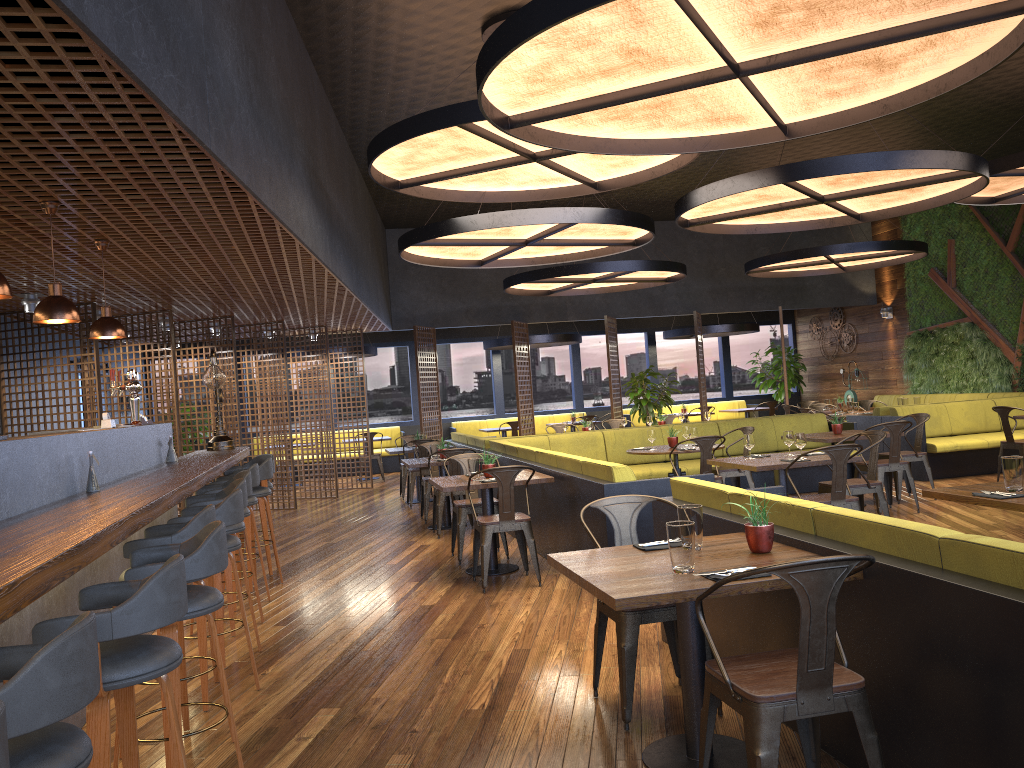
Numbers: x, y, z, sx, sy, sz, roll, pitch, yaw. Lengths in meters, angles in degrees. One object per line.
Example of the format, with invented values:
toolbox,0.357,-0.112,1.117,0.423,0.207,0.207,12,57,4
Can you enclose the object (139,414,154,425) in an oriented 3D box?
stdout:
object,-2.845,0.269,6.855,0.091,0.091,0.177,-4,-1,-37

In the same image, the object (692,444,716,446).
object,1.984,0.633,9.267,0.255,0.019,0.157,-4,-1,-10

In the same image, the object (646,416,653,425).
object,2.001,0.572,12.873,0.097,0.206,0.097,-4,-1,34

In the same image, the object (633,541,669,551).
object,0.648,0.670,3.736,0.255,0.019,0.157,-4,-1,-13

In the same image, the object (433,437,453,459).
object,-0.763,0.703,10.002,0.260,0.271,0.238,-4,-1,-11

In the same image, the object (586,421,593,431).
object,1.115,0.633,12.682,0.097,0.206,0.097,-4,-1,34

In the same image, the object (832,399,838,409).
object,5.684,0.351,15.591,0.102,0.178,0.102,-4,-1,23

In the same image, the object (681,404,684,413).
object,3.532,0.481,18.257,0.238,0.271,0.260,-4,-1,9

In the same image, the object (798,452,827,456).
object,2.469,0.580,7.335,0.255,0.019,0.157,-4,-1,-12

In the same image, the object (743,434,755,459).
object,1.974,0.521,7.373,0.097,0.206,0.097,-4,-1,-20

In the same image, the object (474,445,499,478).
object,-0.205,0.638,7.337,0.238,0.271,0.260,-4,-1,9

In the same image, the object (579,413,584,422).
object,1.393,0.673,17.718,0.102,0.178,0.102,-4,-1,-27

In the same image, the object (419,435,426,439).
object,-1.250,0.808,12.483,0.102,0.178,0.102,-4,-1,-7

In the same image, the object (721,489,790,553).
object,0.967,0.519,3.468,0.238,0.271,0.260,-4,-1,-7

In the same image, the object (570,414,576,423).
object,1.214,0.684,17.581,0.102,0.178,0.102,-4,-1,-27

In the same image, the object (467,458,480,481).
object,-0.303,0.690,7.137,0.102,0.178,0.102,-4,-1,23

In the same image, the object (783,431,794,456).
object,2.324,0.497,7.441,0.097,0.206,0.097,-4,-1,-12

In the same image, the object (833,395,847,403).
object,5.694,0.302,15.395,0.238,0.271,0.260,-4,-1,9

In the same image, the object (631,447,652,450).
object,1.385,0.675,9.296,0.255,0.019,0.157,-4,-1,20

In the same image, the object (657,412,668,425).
object,2.208,0.525,13.139,0.238,0.271,0.260,-4,-1,9

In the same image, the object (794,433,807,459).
object,2.311,0.495,7.099,0.097,0.206,0.097,-4,-1,-20

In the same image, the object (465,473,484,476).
object,-0.272,0.772,7.652,0.255,0.019,0.157,-4,-1,-13

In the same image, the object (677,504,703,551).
object,0.725,0.583,3.592,0.102,0.178,0.102,-4,-1,-27

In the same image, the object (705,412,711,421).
object,2.887,0.512,13.064,0.097,0.206,0.097,-4,-1,34

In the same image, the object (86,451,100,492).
object,-2.127,0.441,4.489,0.069,0.203,0.114,-4,-1,-23

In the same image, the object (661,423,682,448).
object,1.663,0.525,9.235,0.238,0.271,0.260,-4,-1,9

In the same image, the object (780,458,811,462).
object,2.212,0.595,6.960,0.157,0.019,0.255,-4,-1,-12

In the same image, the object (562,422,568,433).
object,0.778,0.659,12.955,0.097,0.206,0.097,-4,-1,34

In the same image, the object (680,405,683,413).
object,3.556,0.528,18.439,0.102,0.178,0.102,-4,-1,-27

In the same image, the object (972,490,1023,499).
object,2.435,0.552,4.467,0.157,0.019,0.255,-4,-1,-13

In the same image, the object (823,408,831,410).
object,5.607,0.438,15.734,0.255,0.019,0.157,-4,-1,-13

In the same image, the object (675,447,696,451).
object,1.729,0.647,8.866,0.157,0.019,0.255,-4,-1,-5

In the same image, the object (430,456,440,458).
object,-0.837,0.838,10.291,0.255,0.019,0.157,-4,-1,-13

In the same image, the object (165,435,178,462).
object,-2.637,0.499,6.842,0.114,0.203,0.069,-4,-1,22

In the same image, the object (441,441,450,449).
object,-0.760,0.751,10.148,0.102,0.178,0.102,-4,-1,-27

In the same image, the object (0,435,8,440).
object,-2.226,0.230,3.530,0.273,0.019,0.437,-4,-1,-12

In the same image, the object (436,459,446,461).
object,-0.735,0.824,9.661,0.255,0.019,0.157,-4,-1,-13

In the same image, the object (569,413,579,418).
object,1.232,0.638,17.764,0.238,0.271,0.260,-4,-1,9

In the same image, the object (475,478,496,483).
object,-0.170,0.759,7.021,0.255,0.019,0.157,-4,-1,-13

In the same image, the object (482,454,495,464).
object,-0.194,0.686,7.508,0.102,0.178,0.102,-4,-1,-27

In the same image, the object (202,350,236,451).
object,-2.809,0.156,8.475,0.263,0.944,0.566,-4,-1,-20

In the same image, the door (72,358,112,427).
door,-6.378,0.830,13.701,0.052,2.386,2.441,-4,-1,-12

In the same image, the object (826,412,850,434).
object,3.483,0.400,9.484,0.260,0.271,0.238,-4,-1,23

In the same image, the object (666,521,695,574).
object,0.610,0.587,3.184,0.102,0.178,0.102,-4,-1,23

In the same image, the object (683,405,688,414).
object,3.536,0.526,18.081,0.102,0.178,0.102,-4,-1,-27

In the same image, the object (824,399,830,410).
object,5.502,0.363,15.472,0.102,0.178,0.102,-4,-1,-27

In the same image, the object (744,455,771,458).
object,2.086,0.609,7.511,0.157,0.019,0.255,-4,-1,-12

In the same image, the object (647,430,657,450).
object,1.440,0.576,9.134,0.097,0.206,0.097,-4,-1,29

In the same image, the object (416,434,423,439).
object,-1.327,0.816,12.795,0.102,0.178,0.102,-4,-1,3

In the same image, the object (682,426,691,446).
object,1.844,0.550,9.378,0.097,0.206,0.097,-4,-1,26

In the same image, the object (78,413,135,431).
object,-2.635,0.237,5.777,0.200,0.106,0.766,-4,-1,-12

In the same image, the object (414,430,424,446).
object,-1.324,0.768,12.619,0.260,0.271,0.238,-4,-1,-11

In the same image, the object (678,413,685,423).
object,2.551,0.538,13.338,0.097,0.206,0.097,-4,-1,34

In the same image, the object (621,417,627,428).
object,1.665,0.599,13.147,0.097,0.206,0.097,-4,-1,34

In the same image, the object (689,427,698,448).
object,1.842,0.546,8.993,0.097,0.206,0.097,-4,-1,13

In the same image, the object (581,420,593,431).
object,1.062,0.603,12.891,0.238,0.271,0.260,-4,-1,9

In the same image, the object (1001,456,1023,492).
object,2.573,0.463,4.551,0.102,0.178,0.102,-5,-1,43

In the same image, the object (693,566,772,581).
object,0.755,0.656,3.080,0.255,0.019,0.157,-4,-1,-13

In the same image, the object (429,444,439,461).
object,-0.855,0.754,9.784,0.102,0.178,0.102,-4,-1,-27
